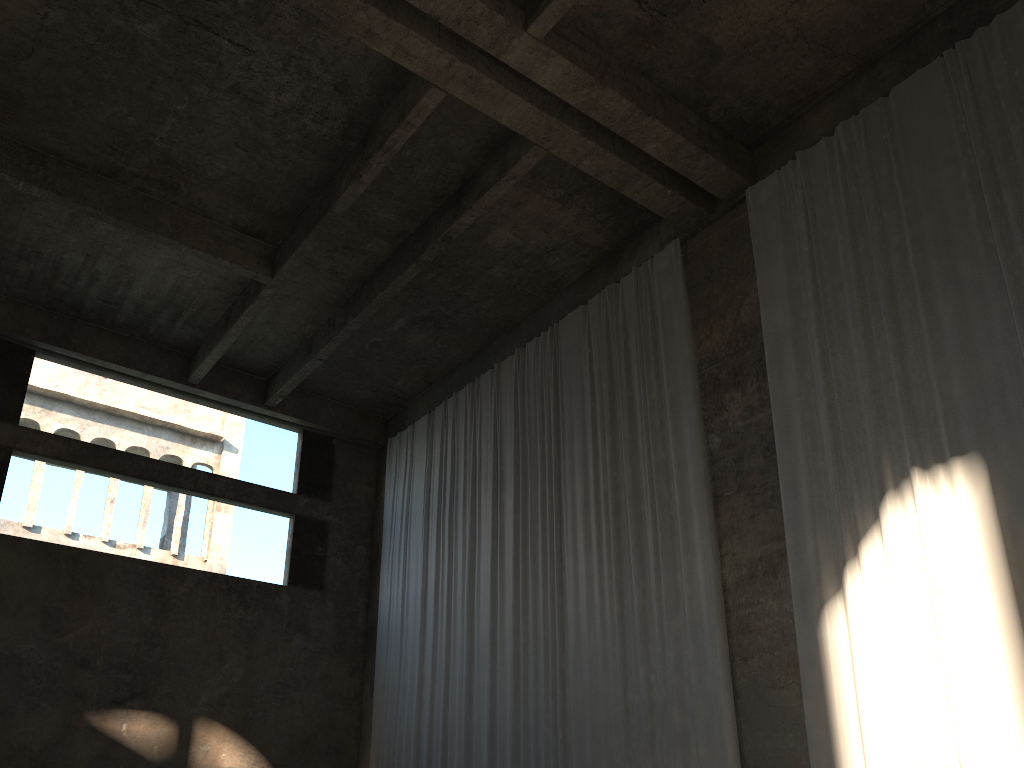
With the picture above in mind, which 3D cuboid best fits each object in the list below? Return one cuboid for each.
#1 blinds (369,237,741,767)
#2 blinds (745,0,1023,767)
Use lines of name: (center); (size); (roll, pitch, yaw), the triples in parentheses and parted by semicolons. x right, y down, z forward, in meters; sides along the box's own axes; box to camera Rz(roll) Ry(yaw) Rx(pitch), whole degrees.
blinds: (-0.095, 3.343, 12.756); (0.280, 8.222, 8.075); (16, -30, -34)
blinds: (5.149, -0.087, 6.337); (0.279, 8.222, 8.089); (15, -29, -32)
